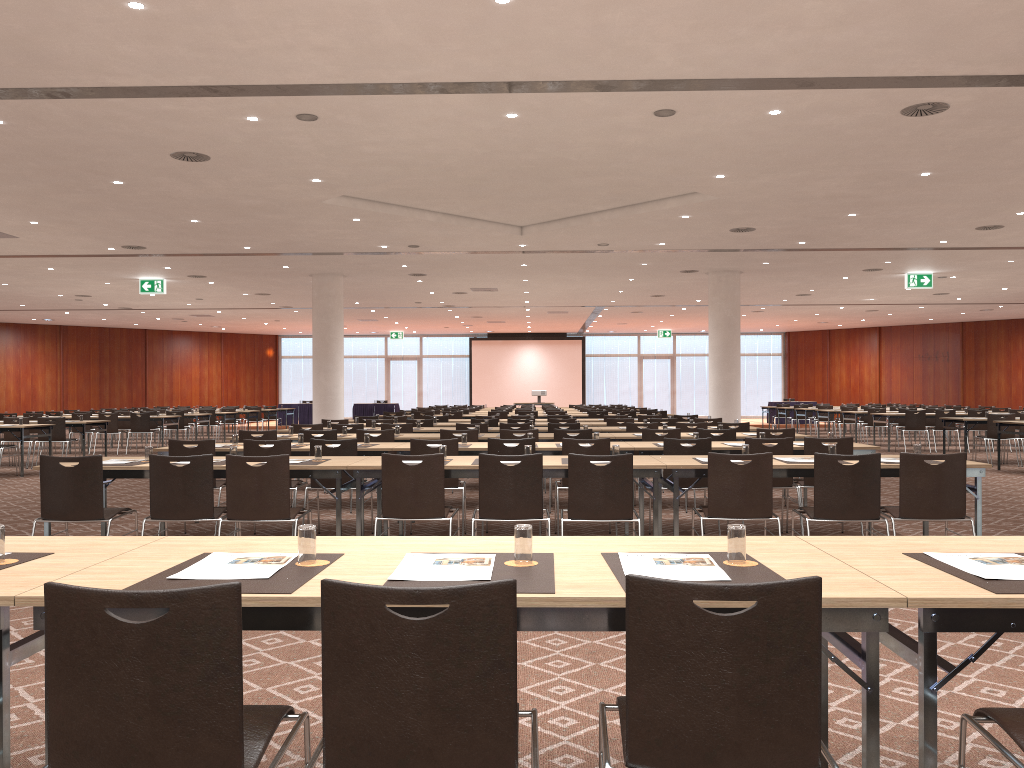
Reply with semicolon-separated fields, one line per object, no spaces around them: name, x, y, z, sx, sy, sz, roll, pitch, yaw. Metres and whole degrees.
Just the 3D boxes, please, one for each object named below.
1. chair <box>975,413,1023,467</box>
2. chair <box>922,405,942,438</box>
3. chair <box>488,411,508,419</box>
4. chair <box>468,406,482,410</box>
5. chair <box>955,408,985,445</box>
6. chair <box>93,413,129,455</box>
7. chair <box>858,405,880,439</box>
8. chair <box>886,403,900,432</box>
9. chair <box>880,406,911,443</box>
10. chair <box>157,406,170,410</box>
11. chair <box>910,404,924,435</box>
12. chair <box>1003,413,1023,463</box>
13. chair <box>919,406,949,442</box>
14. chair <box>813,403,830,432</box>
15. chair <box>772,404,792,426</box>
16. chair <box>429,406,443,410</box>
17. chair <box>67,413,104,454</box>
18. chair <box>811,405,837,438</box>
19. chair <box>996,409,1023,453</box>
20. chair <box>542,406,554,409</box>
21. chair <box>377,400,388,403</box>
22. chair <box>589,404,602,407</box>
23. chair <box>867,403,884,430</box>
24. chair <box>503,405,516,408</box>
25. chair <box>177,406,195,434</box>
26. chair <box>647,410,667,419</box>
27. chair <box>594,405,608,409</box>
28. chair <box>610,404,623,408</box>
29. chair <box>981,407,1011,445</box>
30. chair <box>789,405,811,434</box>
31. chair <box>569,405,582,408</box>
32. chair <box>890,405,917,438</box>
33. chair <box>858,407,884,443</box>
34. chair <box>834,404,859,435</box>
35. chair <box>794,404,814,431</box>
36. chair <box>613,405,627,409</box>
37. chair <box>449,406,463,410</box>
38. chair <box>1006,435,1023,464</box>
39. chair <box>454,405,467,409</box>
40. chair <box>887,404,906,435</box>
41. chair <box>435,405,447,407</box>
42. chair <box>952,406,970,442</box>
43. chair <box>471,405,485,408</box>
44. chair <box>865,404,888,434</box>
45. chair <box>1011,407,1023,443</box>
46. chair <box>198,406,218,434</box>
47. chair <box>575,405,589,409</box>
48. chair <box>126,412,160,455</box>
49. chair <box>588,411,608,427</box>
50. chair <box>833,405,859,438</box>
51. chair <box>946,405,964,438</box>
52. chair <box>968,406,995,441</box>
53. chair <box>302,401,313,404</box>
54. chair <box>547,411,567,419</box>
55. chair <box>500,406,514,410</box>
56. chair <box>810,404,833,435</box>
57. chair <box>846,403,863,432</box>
chair;8.707;0.994;15.879;0.535;0.939;0.614;0;0;1
chair;11.892;1.070;25.375;0.535;0.939;0.614;0;0;0
chair;-0.303;1.069;19.681;0.535;0.939;0.614;0;0;2
chair;-1.145;1.148;27.705;0.535;0.939;0.614;0;0;4
chair;11.054;1.035;21.314;0.535;0.939;0.614;0;0;0
chair;-8.949;1.107;19.819;0.535;0.939;0.614;0;0;0
chair;10.147;1.078;25.419;0.535;0.939;0.614;0;0;-1
chair;12.538;1.104;29.279;0.535;0.939;0.614;0;0;1
chair;10.085;1.059;23.339;0.535;0.939;0.614;0;0;-1
chair;-11.687;1.214;29.891;0.535;0.939;0.614;0;0;-1
chair;12.463;1.087;27.420;0.535;0.939;0.614;0;0;4
chair;9.255;0.992;15.939;0.535;0.939;0.614;0;0;0
chair;11.124;1.055;23.394;0.535;0.939;0.614;0;0;3
chair;10.299;1.116;29.476;0.535;0.939;0.614;0;0;3
chair;8.942;1.121;29.370;0.535;0.939;0.614;0;0;4
chair;-2.371;1.154;27.778;0.535;0.939;0.614;0;0;-1
chair;-9.618;1.112;19.976;0.535;0.939;0.614;0;0;4
chair;8.961;1.084;25.508;0.535;0.939;0.614;0;0;0
chair;11.053;1.018;19.453;0.535;0.939;0.614;0;0;1
chair;1.159;1.137;27.612;0.535;0.939;0.614;0;0;4
chair;-5.051;1.099;34.230;0.535;0.939;0.614;0;0;4
chair;2.765;1.150;29.649;0.535;0.939;0.614;0;0;0
chair;11.933;1.108;29.375;0.535;0.939;0.614;0;0;-1
chair;-0.069;1.162;29.679;0.535;0.939;0.614;0;0;2
chair;-11.022;1.212;29.955;0.535;0.939;0.614;0;0;0
chair;3.197;1.053;19.635;0.535;0.939;0.614;0;0;4
chair;2.769;1.130;27.571;0.535;0.939;0.614;0;0;2
chair;3.463;1.146;29.555;0.535;0.939;0.614;0;0;4
chair;11.752;1.034;21.436;0.535;0.939;0.614;0;0;3
chair;8.907;1.103;27.451;0.535;0.939;0.614;0;0;4
chair;2.110;1.152;29.589;0.535;0.939;0.614;0;0;0
chair;11.237;1.074;25.451;0.535;0.939;0.614;0;0;3
chair;9.446;1.062;23.436;0.535;0.939;0.614;0;0;-1
chair;10.312;1.095;27.334;0.535;0.939;0.614;0;0;0
chair;9.711;1.118;29.431;0.535;0.939;0.614;0;0;-1
chair;3.360;1.128;27.591;0.535;0.939;0.614;0;0;1
chair;-1.726;1.151;27.685;0.535;0.939;0.614;0;0;0
chair;9.322;0.992;15.937;0.535;0.939;0.614;0;0;-1
chair;-1.710;1.170;29.762;0.535;0.939;0.614;0;0;3
chair;11.852;1.089;27.295;0.535;0.939;0.614;0;0;1
chair;-2.355;1.173;29.736;0.535;0.939;0.614;0;0;4
chair;11.745;1.051;23.297;0.535;0.939;0.614;0;0;4
chair;-1.133;1.167;29.671;0.535;0.939;0.614;0;0;-1
chair;11.282;1.092;27.391;0.535;0.939;0.614;0;0;0
chair;12.394;1.029;21.280;0.535;0.939;0.614;0;0;1
chair;-10.304;1.209;29.996;0.535;0.939;0.614;0;0;0
chair;2.172;1.134;27.663;0.535;0.939;0.614;0;0;3
chair;-8.268;1.105;19.883;0.535;0.939;0.614;0;0;0
chair;1.892;1.059;19.626;0.535;0.939;0.614;0;0;0
chair;9.549;1.080;25.353;0.535;0.939;0.614;0;0;2
chair;12.512;1.067;25.278;0.535;0.939;0.614;0;0;3
chair;12.459;1.049;23.419;0.535;0.939;0.614;0;0;0
chair;-7.949;1.112;34.304;0.535;0.939;0.614;0;0;4
chair;1.000;1.062;19.614;0.535;0.939;0.614;0;0;3
chair;-0.135;1.144;27.722;0.535;0.939;0.614;0;0;4
chair;9.591;1.100;27.493;0.535;0.939;0.614;0;0;3
chair;11.212;1.110;29.312;0.535;0.939;0.614;0;0;-1
